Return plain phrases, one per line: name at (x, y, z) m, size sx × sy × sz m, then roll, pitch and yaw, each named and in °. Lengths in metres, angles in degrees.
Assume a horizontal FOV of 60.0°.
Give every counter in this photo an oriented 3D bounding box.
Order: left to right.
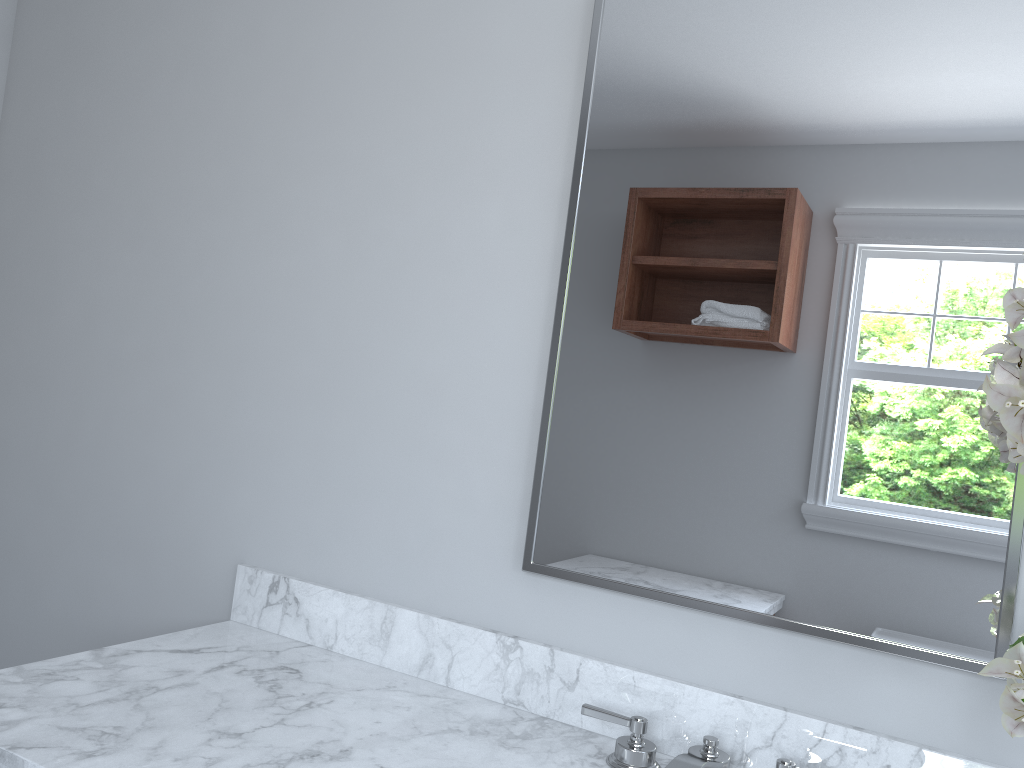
counter at (-0.008, 0.903, 1.074) m, size 1.657 × 0.983 × 0.638 m, roll 7°, pitch -1°, yaw 28°

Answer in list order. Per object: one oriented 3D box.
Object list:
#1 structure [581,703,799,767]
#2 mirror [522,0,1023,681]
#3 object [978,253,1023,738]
structure at (0.268, 0.521, 1.219) m, size 0.295 × 0.069 × 0.256 m, roll 8°, pitch -1°, yaw -13°
mirror at (0.390, -0.143, 1.306) m, size 0.694 × 0.977 × 0.030 m, roll 7°, pitch -1°, yaw 28°
object at (0.596, 0.235, 0.906) m, size 0.374 × 0.706 × 0.225 m, roll 8°, pitch -1°, yaw -32°
